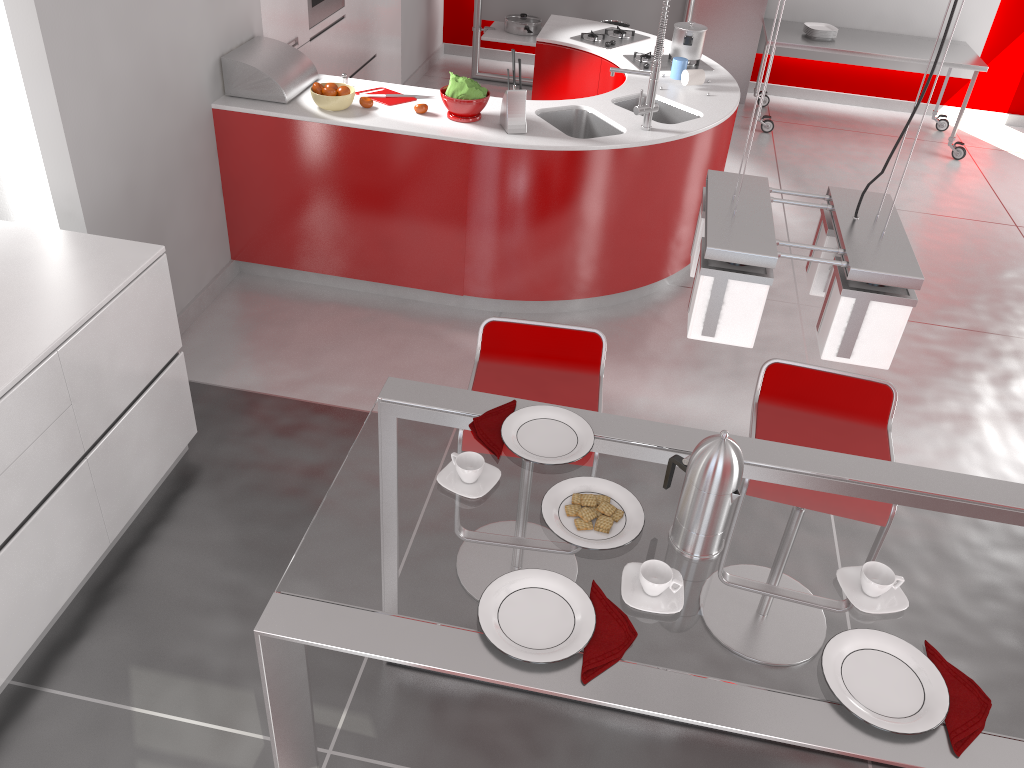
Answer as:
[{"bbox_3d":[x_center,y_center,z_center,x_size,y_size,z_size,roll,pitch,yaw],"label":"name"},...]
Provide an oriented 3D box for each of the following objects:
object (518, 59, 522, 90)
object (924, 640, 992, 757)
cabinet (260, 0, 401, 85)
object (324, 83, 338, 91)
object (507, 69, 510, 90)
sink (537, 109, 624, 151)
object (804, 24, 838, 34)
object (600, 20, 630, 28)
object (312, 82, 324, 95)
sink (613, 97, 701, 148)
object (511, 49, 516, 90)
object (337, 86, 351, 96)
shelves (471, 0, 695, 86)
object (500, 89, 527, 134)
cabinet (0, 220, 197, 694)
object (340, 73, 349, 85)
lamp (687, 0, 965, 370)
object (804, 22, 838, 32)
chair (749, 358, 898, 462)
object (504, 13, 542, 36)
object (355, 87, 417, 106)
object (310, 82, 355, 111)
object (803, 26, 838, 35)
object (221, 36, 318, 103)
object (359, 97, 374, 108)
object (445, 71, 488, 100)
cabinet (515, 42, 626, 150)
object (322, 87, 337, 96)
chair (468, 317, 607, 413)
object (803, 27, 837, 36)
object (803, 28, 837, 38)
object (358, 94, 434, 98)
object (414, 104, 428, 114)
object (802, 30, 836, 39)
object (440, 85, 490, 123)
[{"bbox_3d":[0.037,-1.296,3.958,0.012,0.279,0.130,-8,38,-17],"label":"object"},{"bbox_3d":[0.785,0.545,1.536,0.095,0.012,0.234,9,36,5],"label":"object"},{"bbox_3d":[-1.314,-2.444,5.423,0.614,2.026,2.398,9,36,6],"label":"cabinet"},{"bbox_3d":[-0.831,-1.360,4.082,0.066,0.049,0.062,8,36,4],"label":"object"},{"bbox_3d":[-0.015,-1.291,3.942,0.009,0.197,0.091,-8,38,-17],"label":"object"},{"bbox_3d":[0.313,-1.151,4.232,0.326,0.172,0.428,-15,40,-25],"label":"sink"},{"bbox_3d":[2.304,-2.650,6.626,0.228,0.020,0.228,-1,36,-8],"label":"object"},{"bbox_3d":[0.802,-2.764,7.014,0.240,0.161,0.259,0,36,-8],"label":"object"},{"bbox_3d":[-0.883,-1.347,4.050,0.055,0.058,0.066,1,36,-6],"label":"object"},{"bbox_3d":[0.714,-1.288,4.472,0.326,0.172,0.428,-24,45,-34],"label":"sink"},{"bbox_3d":[0.009,-1.311,3.948,0.014,0.322,0.150,-8,38,-17],"label":"object"},{"bbox_3d":[-0.772,-1.339,4.059,0.066,0.049,0.062,14,37,13],"label":"object"},{"bbox_3d":[0.593,-3.483,6.605,1.735,2.599,0.535,9,36,6],"label":"shelves"},{"bbox_3d":[0.010,-1.233,3.972,0.091,0.178,0.137,-7,37,-16],"label":"object"},{"bbox_3d":[-1.634,0.361,2.471,0.610,0.880,1.802,9,36,6],"label":"cabinet"},{"bbox_3d":[-0.816,-1.480,4.316,0.043,0.066,0.042,17,38,17],"label":"object"},{"bbox_3d":[0.477,-0.544,1.156,0.304,1.025,0.304,9,36,6],"label":"lamp"},{"bbox_3d":[2.305,-2.658,6.620,0.228,0.020,0.228,-1,36,-8],"label":"object"},{"bbox_3d":[0.868,0.410,2.724,0.418,0.857,0.460,12,36,10],"label":"chair"},{"bbox_3d":[0.075,-2.900,7.141,0.308,0.130,0.407,14,37,12],"label":"object"},{"bbox_3d":[-0.606,-1.379,4.253,0.266,0.006,0.168,27,41,27],"label":"object"},{"bbox_3d":[-0.818,-1.307,4.062,0.201,0.086,0.201,10,36,7],"label":"object"},{"bbox_3d":[2.304,-2.642,6.632,0.228,0.020,0.228,-1,36,-8],"label":"object"},{"bbox_3d":[-1.136,-1.493,4.196,0.300,0.170,0.400,9,36,6],"label":"object"},{"bbox_3d":[-0.674,-1.302,4.105,0.065,0.047,0.063,9,36,6],"label":"object"},{"bbox_3d":[-0.203,-1.325,4.038,0.198,0.182,0.193,13,36,11],"label":"object"},{"bbox_3d":[-0.221,-1.277,4.861,1.875,0.761,1.025,-19,42,-29],"label":"cabinet"},{"bbox_3d":[-0.829,-1.324,4.032,0.065,0.052,0.062,0,36,-6],"label":"object"},{"bbox_3d":[0.049,0.270,2.820,0.418,0.857,0.460,7,36,2],"label":"chair"},{"bbox_3d":[2.303,-2.634,6.638,0.228,0.020,0.228,-1,36,-8],"label":"object"},{"bbox_3d":[2.302,-2.625,6.643,0.228,0.020,0.228,-1,36,-8],"label":"object"},{"bbox_3d":[-0.549,-1.386,4.257,0.375,0.008,0.041,-4,37,-13],"label":"object"},{"bbox_3d":[-0.419,-1.274,4.092,0.064,0.048,0.063,-3,36,-11],"label":"object"},{"bbox_3d":[2.302,-2.617,6.649,0.228,0.020,0.228,-1,36,-8],"label":"object"},{"bbox_3d":[-0.217,-1.283,4.069,0.229,0.118,0.228,-8,38,-17],"label":"object"}]
